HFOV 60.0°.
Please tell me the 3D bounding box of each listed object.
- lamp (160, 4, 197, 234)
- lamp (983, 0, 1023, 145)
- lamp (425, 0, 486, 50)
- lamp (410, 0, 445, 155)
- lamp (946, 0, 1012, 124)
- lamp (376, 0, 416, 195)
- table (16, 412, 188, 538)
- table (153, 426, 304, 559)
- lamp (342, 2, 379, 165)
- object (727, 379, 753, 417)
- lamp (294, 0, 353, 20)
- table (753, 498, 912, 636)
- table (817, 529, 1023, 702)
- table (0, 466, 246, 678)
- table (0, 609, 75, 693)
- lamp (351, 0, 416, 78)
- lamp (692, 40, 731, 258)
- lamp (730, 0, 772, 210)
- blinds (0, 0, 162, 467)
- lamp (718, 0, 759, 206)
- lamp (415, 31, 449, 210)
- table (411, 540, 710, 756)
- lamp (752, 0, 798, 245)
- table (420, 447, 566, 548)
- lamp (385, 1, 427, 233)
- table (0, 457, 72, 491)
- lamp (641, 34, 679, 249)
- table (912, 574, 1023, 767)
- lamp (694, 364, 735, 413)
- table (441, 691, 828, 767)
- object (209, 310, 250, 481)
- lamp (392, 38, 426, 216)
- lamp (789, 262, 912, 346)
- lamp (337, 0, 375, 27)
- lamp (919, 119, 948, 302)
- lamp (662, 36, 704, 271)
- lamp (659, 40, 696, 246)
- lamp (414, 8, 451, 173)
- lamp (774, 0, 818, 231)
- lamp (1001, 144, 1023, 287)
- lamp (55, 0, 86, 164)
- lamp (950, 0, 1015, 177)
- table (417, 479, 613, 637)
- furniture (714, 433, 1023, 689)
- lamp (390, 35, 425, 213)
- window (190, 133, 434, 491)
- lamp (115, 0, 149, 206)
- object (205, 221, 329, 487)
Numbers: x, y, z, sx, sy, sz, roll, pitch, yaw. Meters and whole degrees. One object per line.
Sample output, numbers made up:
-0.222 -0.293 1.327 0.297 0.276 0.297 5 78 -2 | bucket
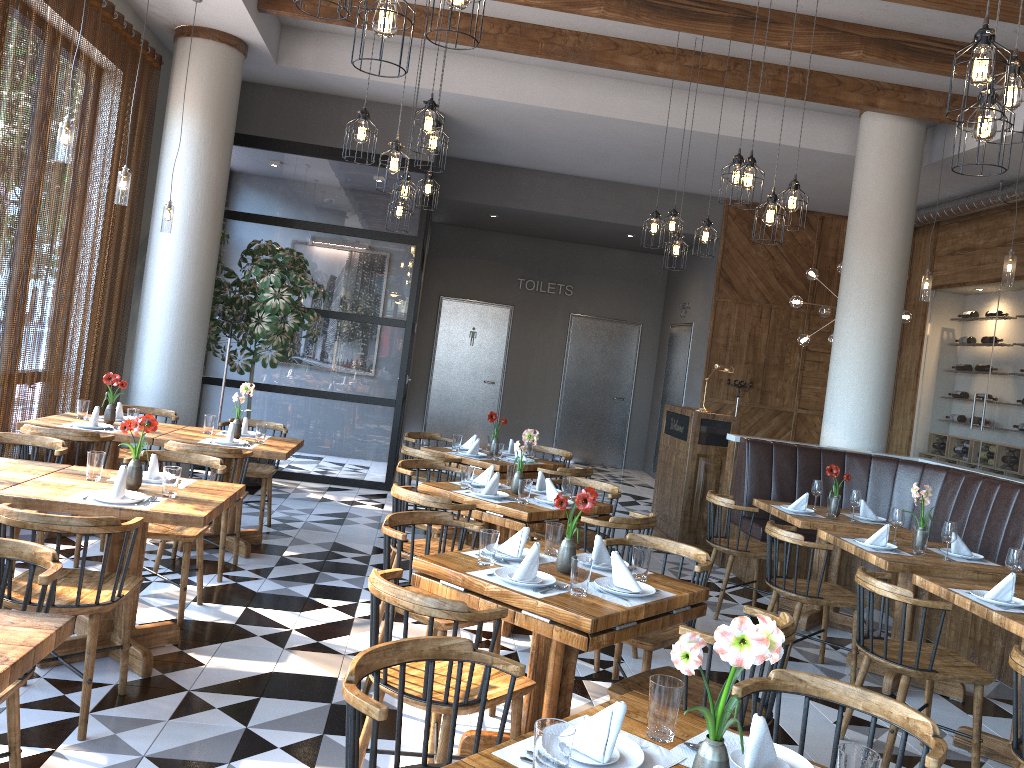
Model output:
-2.616 -2.172 7.026 0.078 1.965 0.078 7 -1 26 | lamp
1.978 -1.946 3.327 0.175 2.071 0.174 7 -1 44 | lamp
-0.064 -2.154 2.920 0.175 2.071 0.175 8 -1 -20 | lamp
-0.368 -2.364 5.105 0.175 2.071 0.175 7 -1 -11 | lamp
1.692 -1.929 2.997 0.175 2.071 0.174 7 -1 22 | lamp
-0.584 -2.163 5.238 0.175 2.071 0.175 7 -1 -11 | lamp
-2.837 0.657 6.126 0.850 0.764 0.851 7 1 -6 | table
-1.992 0.764 6.207 0.850 0.764 0.851 7 1 -6 | table
-0.756 -2.314 5.125 0.174 2.071 0.175 8 -1 -44 | lamp
2.895 0.772 11.634 0.375 1.659 0.374 7 -1 17 | object
-0.489 -2.253 2.914 0.175 2.071 0.175 7 -1 2 | lamp
2.219 1.307 6.257 0.850 0.764 0.851 7 1 -6 | table
2.324 1.356 5.158 0.850 0.764 0.851 7 1 -6 | table
-1.787 0.859 4.061 0.850 0.764 0.851 7 1 -6 | table
-1.578 0.956 1.869 0.850 0.764 0.851 7 1 -6 | table
-0.299 -2.052 2.893 0.175 2.071 0.175 7 -1 13 | lamp
1.682 -2.064 7.196 0.175 2.071 0.175 7 -1 5 | lamp
1.505 -2.068 5.229 0.174 2.071 0.175 8 -1 -33 | lamp
-3.015 -0.951 4.186 0.160 3.581 7.271 7 1 -6 | blinds
1.486 -2.134 5.436 0.175 2.071 0.175 8 -1 -22 | lamp
-0.571 -2.458 7.225 0.175 2.071 0.175 7 -1 7 | lamp
0.158 1.128 3.513 0.866 0.764 0.862 8 1 39 | table
1.666 -1.875 5.337 0.175 2.071 0.175 8 -1 -22 | lamp
-0.198 0.963 7.236 0.866 0.764 0.862 8 1 39 | table
-0.786 -2.249 7.086 0.175 2.071 0.175 7 -1 7 | lamp
-2.632 0.752 3.980 0.850 0.764 0.851 7 1 -6 | table
1.293 -2.164 7.371 0.175 2.071 0.174 7 -1 27 | lamp
2.427 1.404 4.073 0.850 0.764 0.851 7 1 -6 | table
1.901 0.168 8.403 0.444 0.757 0.170 7 0 -30 | lamp
0.329 1.207 1.722 0.866 0.764 0.862 8 1 39 | table
-2.550 0.191 7.760 0.375 1.659 0.374 7 -1 17 | object
-0.770 -2.429 7.303 0.175 2.071 0.175 7 -1 -4 | lamp
3.903 -1.217 10.086 1.158 2.193 1.189 7 0 -44 | lamp
-0.383 -2.302 3.097 0.175 2.071 0.175 7 -1 13 | lamp
3.573 -1.666 7.415 0.078 1.965 0.078 7 -1 26 | lamp
1.457 -1.964 7.263 0.175 2.071 0.174 7 -1 38 | lamp
1.466 -2.203 7.496 0.175 2.071 0.174 7 -1 38 | lamp
-0.361 -2.312 5.312 0.175 2.071 0.175 8 -1 -22 | lamp
1.845 -1.989 5.487 0.175 2.071 0.174 7 -1 34 | lamp
3.680 -1.677 6.369 0.078 1.965 0.078 8 -1 -20 | lamp
-2.404 -2.224 4.997 0.078 1.965 0.078 8 -1 -16 | lamp
1.801 -1.789 3.177 0.174 2.071 0.175 8 -1 -35 | lamp
-0.019 1.046 5.364 0.866 0.764 0.862 8 1 39 | table
3.102 1.276 4.702 1.916 1.150 6.593 7 2 -6 | furniture
-0.720 -2.365 6.872 0.174 2.071 0.175 8 -1 -26 | lamp
-2.463 -0.814 10.382 2.726 3.550 2.187 7 0 -6 | window
-2.509 -2.184 5.980 0.078 1.965 0.078 8 -1 -20 | lamp
-2.722 -0.327 8.525 1.631 2.593 1.382 7 0 -22 | object
